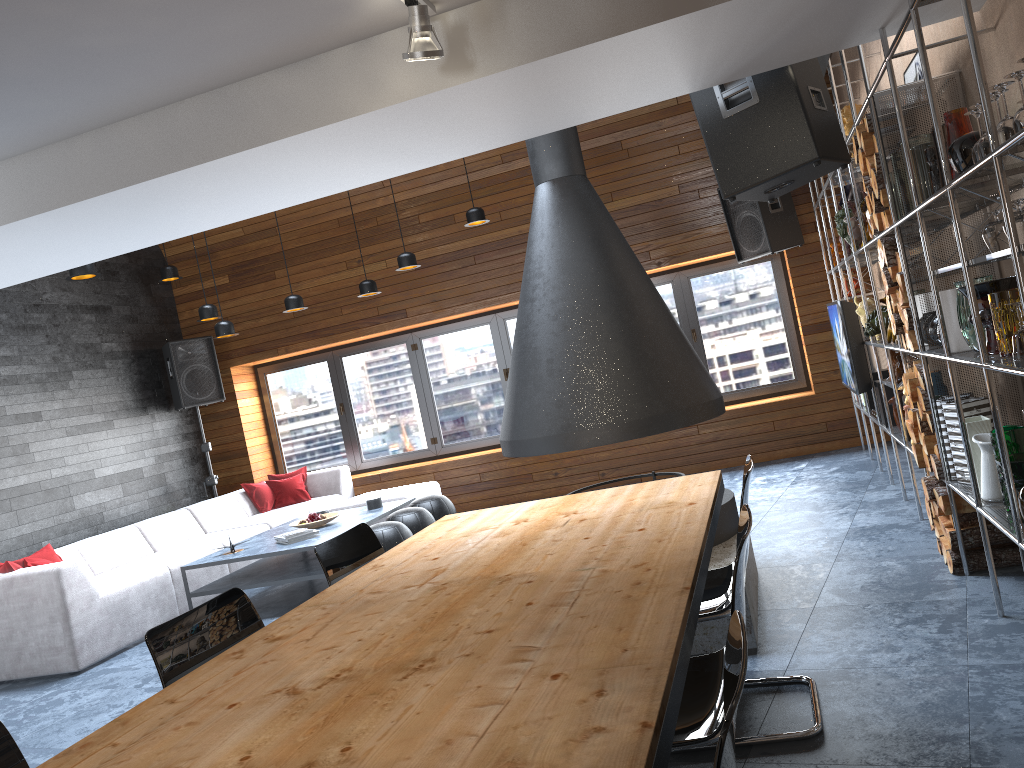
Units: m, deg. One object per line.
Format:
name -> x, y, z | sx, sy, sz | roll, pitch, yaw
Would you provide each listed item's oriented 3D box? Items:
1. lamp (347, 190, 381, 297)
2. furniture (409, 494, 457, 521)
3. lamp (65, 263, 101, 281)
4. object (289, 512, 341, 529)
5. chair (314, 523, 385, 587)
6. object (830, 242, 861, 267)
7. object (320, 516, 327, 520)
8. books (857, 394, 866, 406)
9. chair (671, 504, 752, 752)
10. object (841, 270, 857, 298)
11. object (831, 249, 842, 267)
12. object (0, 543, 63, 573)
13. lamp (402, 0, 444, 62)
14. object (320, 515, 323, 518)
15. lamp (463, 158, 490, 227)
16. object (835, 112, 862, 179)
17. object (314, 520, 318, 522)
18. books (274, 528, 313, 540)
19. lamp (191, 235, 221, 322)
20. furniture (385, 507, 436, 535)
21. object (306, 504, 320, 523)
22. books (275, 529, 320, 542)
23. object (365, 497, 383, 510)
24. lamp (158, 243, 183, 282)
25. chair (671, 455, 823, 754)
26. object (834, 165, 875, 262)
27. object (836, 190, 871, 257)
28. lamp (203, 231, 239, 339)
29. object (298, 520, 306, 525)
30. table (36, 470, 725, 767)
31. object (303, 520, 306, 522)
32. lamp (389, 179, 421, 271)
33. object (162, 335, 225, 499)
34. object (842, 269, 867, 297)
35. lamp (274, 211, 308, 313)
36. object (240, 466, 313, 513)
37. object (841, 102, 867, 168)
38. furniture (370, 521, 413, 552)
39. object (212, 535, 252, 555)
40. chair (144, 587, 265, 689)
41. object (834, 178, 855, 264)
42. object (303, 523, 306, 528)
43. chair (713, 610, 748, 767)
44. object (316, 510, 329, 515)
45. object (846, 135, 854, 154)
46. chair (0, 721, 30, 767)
lamp -> -1.436, -1.754, 7.659 | 0.210, 2.003, 0.210 | -12, 1, -37
furniture -> -0.622, 1.106, 6.985 | 0.401, 0.462, 0.402 | -12, 1, -34
lamp -> -3.048, -2.248, 5.619 | 0.210, 3.209, 0.210 | -11, 1, 38
object -> -1.495, 1.056, 6.761 | 0.395, 0.061, 0.395 | -12, 1, 8
chair -> -0.321, 0.902, 3.155 | 0.599, 0.825, 0.527 | -12, 1, 16
object -> 2.726, -1.064, 7.206 | 0.278, 0.222, 0.138 | -11, 1, 26
object -> -1.419, 1.028, 6.690 | 0.061, 0.061, 0.063 | -12, 1, 15
books -> 2.966, 0.056, 7.393 | 0.139, 0.208, 0.461 | -12, 1, 16
chair -> 0.404, 0.762, 2.129 | 0.599, 0.825, 0.527 | -12, 1, 16
object -> 2.842, -0.846, 7.428 | 0.233, 0.229, 0.116 | -12, 1, -34
object -> 2.789, -1.080, 7.448 | 0.233, 0.209, 0.107 | -12, 1, 3
object -> -3.122, 1.275, 5.945 | 0.528, 0.354, 0.742 | -12, 1, 16
lamp -> -0.291, -1.097, 2.722 | 0.127, 0.242, 0.127 | -11, 1, 27
object -> -1.485, 1.039, 6.848 | 0.062, 0.062, 0.060 | -12, 1, -23
lamp -> -0.443, -2.070, 7.186 | 0.210, 1.565, 0.210 | -12, 1, -37
object -> 2.350, -1.675, 6.207 | 0.207, 0.442, 0.328 | -12, 1, 9
object -> -1.468, 1.044, 6.664 | 0.042, 0.042, 0.043 | -12, 1, 19
books -> -1.533, 1.055, 6.230 | 0.210, 0.017, 0.265 | -12, 1, -32
lamp -> -2.747, -1.539, 7.441 | 0.210, 2.036, 0.210 | -12, 1, -37
furniture -> -0.731, 1.134, 6.471 | 0.402, 0.462, 0.401 | -11, 1, 36
object -> -1.522, 1.000, 6.774 | 0.118, 0.172, 0.105 | -12, 1, -22
books -> -1.519, 1.071, 6.273 | 0.239, 0.021, 0.299 | -12, 1, -32
object -> -1.110, 0.962, 7.142 | 0.126, 0.081, 0.126 | -12, 1, -11
lamp -> -3.223, -1.614, 8.006 | 0.210, 1.369, 0.210 | -12, 1, -37
chair -> 0.636, 0.705, 2.961 | 0.599, 0.825, 0.527 | -12, 1, 16
object -> 2.553, -1.343, 6.665 | 0.305, 0.840, 0.237 | -12, 1, 18
object -> 2.395, -1.099, 6.230 | 0.219, 0.440, 0.462 | -12, 1, 16
lamp -> -2.565, -1.501, 7.226 | 0.210, 2.273, 0.210 | -12, 1, -37
object -> -1.593, 1.064, 6.722 | 0.061, 0.062, 0.064 | -12, 1, -43
table -> -0.479, 0.908, 0.798 | 1.185, 0.927, 5.999 | -12, 1, 16
object -> -1.597, 1.065, 6.800 | 0.042, 0.042, 0.044 | -12, 1, 16
lamp -> -1.037, -1.878, 7.201 | 0.210, 1.911, 0.210 | -12, 1, -37
object -> -3.228, 0.691, 9.166 | 0.640, 2.298, 0.686 | -12, 1, -36
object -> 2.794, -0.830, 7.233 | 0.267, 0.223, 0.060 | -12, 1, -28
lamp -> -2.017, -1.614, 7.403 | 0.210, 2.034, 0.210 | -12, 1, -37
object -> -2.297, 1.071, 8.906 | 0.528, 0.354, 0.742 | -12, 1, 16
object -> 2.265, -1.659, 5.764 | 0.215, 0.458, 0.328 | -12, 1, 21
furniture -> -0.835, 1.161, 5.972 | 0.401, 0.462, 0.402 | -11, 1, 31
object -> -1.985, 1.135, 6.279 | 0.250, 0.117, 0.241 | -11, 1, 24
chair -> -0.552, 0.959, 2.323 | 0.599, 0.825, 0.527 | -12, 1, 16
object -> 2.600, -1.378, 6.928 | 0.244, 0.879, 0.244 | -11, 1, 44
object -> -1.555, 1.058, 6.638 | 0.048, 0.039, 0.039 | -12, 1, 12
chair -> 0.173, 0.820, 1.297 | 0.599, 0.825, 0.527 | -12, 1, 16
object -> -1.585, 1.080, 7.314 | 0.160, 0.040, 0.160 | -12, 1, -7
object -> 2.085, -1.524, 5.552 | 0.208, 0.280, 0.131 | -12, 1, -2
chair -> -0.784, 1.017, 1.491 | 0.599, 0.825, 0.527 | -12, 1, 16
